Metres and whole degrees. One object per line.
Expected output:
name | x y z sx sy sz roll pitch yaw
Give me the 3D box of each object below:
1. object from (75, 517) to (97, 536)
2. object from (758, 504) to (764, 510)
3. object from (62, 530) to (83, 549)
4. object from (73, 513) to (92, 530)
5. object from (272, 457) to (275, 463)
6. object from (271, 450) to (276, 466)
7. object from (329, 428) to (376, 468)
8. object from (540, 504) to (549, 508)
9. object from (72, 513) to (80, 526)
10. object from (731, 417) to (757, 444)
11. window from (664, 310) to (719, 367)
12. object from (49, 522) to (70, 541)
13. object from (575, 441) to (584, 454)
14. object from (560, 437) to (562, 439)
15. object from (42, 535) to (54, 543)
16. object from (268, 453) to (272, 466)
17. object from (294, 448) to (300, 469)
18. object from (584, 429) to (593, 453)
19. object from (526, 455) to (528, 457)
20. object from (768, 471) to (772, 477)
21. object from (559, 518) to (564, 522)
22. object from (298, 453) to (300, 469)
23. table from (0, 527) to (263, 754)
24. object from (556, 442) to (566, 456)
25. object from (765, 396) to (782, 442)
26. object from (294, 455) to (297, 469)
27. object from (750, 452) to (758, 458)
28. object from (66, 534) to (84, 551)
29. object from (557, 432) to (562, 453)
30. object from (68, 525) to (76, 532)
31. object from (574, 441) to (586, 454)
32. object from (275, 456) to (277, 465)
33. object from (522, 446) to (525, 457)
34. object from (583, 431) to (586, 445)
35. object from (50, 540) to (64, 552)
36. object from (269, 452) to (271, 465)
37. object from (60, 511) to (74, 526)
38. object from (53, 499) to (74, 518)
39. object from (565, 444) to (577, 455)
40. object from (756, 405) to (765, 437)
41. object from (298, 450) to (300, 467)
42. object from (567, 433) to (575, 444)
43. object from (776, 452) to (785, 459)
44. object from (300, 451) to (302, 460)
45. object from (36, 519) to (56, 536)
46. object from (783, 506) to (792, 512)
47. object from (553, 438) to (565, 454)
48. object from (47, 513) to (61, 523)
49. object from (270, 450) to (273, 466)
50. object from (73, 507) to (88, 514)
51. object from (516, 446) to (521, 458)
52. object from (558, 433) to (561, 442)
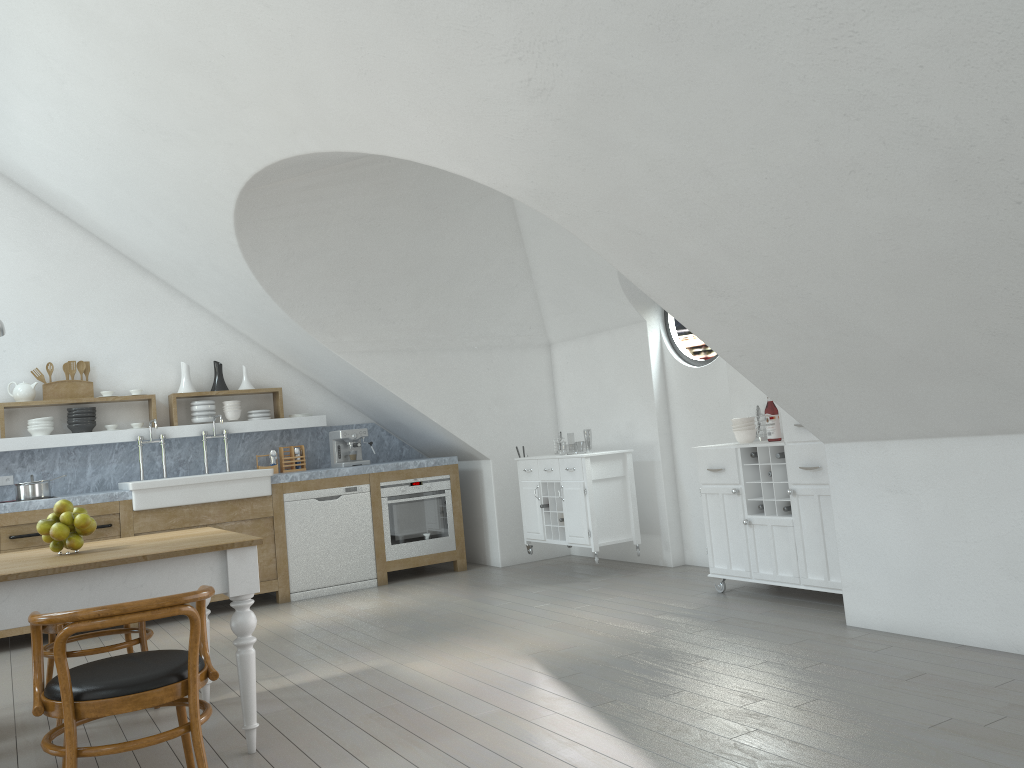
object | -1.690 0.565 3.516 0.076 0.077 0.077 -7 -5 26
object | 1.622 0.718 5.290 0.331 0.086 0.155 -3 -4 -29
object | -1.752 0.619 3.527 0.080 0.074 0.078 -6 -4 15
object | -1.677 0.537 3.463 0.063 0.064 0.062 -7 -4 22
object | -2.030 0.662 7.552 0.018 0.196 0.023 -2 -6 -35
object | -2.020 0.657 7.536 0.040 0.193 0.042 -6 -5 6
object | -1.353 0.550 7.640 0.324 0.321 0.385 -3 -5 -30
object | 0.362 0.954 7.004 0.317 0.085 0.081 -3 -5 -30
object | -1.737 0.538 3.525 0.053 0.051 0.052 -8 -5 31
object | 1.455 0.291 5.551 0.158 0.160 0.154 -5 -4 -2
window | 1.416 -0.531 6.590 0.060 0.902 0.897 -2 -5 -30
object | -1.748 0.570 3.425 0.071 0.072 0.070 -7 -5 24
object | 0.528 0.493 6.835 0.071 0.099 0.071 -5 -4 -7
object | 0.404 0.500 7.388 0.029 0.137 0.097 -3 -5 -27
object | -1.820 0.599 3.495 0.059 0.056 0.059 -2 -5 -36
object | -2.047 0.672 7.532 0.019 0.179 0.044 -8 -5 25
object | -1.852 0.649 7.660 0.040 0.193 0.042 -7 -5 20
object | 0.588 0.441 6.806 0.063 0.187 0.063 -1 -7 -45
object | 0.138 0.710 7.416 0.038 0.263 0.038 -6 -5 2
object | 1.642 0.517 5.247 0.331 0.086 0.085 -3 -5 -31
object | 0.502 1.035 6.843 0.317 0.083 0.081 -3 -5 -31
object | -1.844 0.652 7.675 0.018 0.197 0.020 -5 -5 -8
table | -2.610 1.122 2.946 3.351 0.801 1.015 -3 -4 -30
object | 0.390 0.508 6.932 0.082 0.105 0.081 -4 -5 -17
object | 1.578 0.184 5.385 0.081 0.330 0.081 -2 -6 -34
object | -1.875 0.665 7.695 0.019 0.179 0.044 -2 -6 -33
object | 1.576 0.417 5.340 0.359 0.094 0.092 -3 -5 -30
object | -1.710 0.619 3.467 0.064 0.064 0.063 -4 -4 -19
object | 0.394 0.486 7.398 0.054 0.175 0.039 -3 -6 -30
object | -1.776 0.573 3.567 0.062 0.060 0.062 -3 -5 -26
object | 0.542 0.499 6.925 0.093 0.094 0.094 -2 -6 -43
object | -2.012 0.670 7.548 0.044 0.179 0.019 -10 -7 44
object | 0.112 0.650 7.400 0.029 0.269 0.088 -5 -5 -4
object | 0.586 0.448 6.869 0.054 0.179 0.054 -9 -6 37
object | -1.779 0.633 3.465 0.051 0.050 0.049 -3 -5 -27
object | -2.053 0.665 7.552 0.022 0.196 0.018 -1 -7 -42
object | -1.735 0.526 3.457 0.053 0.057 0.058 -4 -4 -16
object | -1.772 0.492 3.502 0.072 0.074 0.072 -3 -5 -30
object | 0.461 0.508 6.882 0.077 0.085 0.077 -1 -6 -43
object | 1.595 0.244 5.754 0.065 0.209 0.115 -3 -5 -28
object | -1.866 0.653 7.707 0.040 0.193 0.042 -7 -5 19
object | 0.466 0.469 6.951 0.048 0.170 0.048 -1 -7 -43
object | 1.672 0.402 5.157 0.360 0.085 0.087 -3 -5 -30
object | -1.837 0.662 7.702 0.019 0.179 0.044 -9 -6 37
object | -1.808 0.557 3.446 0.072 0.064 0.071 -2 -5 -37
object | 1.703 0.705 5.137 0.359 0.081 0.081 -3 -5 -32
object | 0.398 0.520 7.383 0.067 0.138 0.101 -3 -5 -30
object | -1.811 0.545 3.520 0.066 0.071 0.072 -8 -5 29
object | -2.048 0.665 7.562 0.018 0.197 0.020 -4 -5 -21
object | -1.747 0.526 3.577 0.062 0.060 0.062 -3 -5 -30
object | 0.085 0.656 7.447 0.088 0.269 0.029 -8 -6 33
object | 0.398 0.485 7.363 0.024 0.165 0.038 -4 -5 -18
